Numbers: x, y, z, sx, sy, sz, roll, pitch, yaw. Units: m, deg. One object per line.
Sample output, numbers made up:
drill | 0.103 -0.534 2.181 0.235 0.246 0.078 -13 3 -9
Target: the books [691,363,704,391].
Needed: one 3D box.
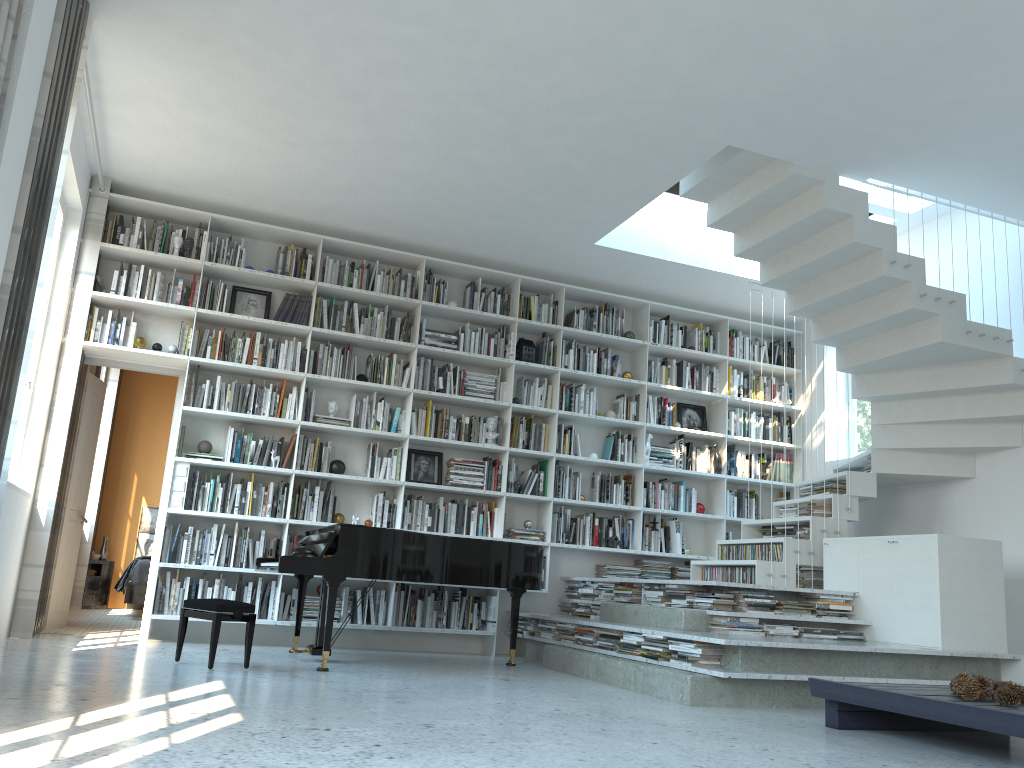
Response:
books | 1.721 -0.034 8.236 0.022 0.294 0.181 9 -13 -20

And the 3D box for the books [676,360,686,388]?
books | 1.513 -0.060 8.121 0.032 0.264 0.246 9 -13 -20

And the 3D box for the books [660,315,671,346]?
books | 1.413 -0.460 8.198 0.014 0.331 0.181 9 -13 -20

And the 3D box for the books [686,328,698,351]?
books | 1.677 -0.382 8.288 0.019 0.255 0.169 9 -13 -20

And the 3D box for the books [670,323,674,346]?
books | 1.450 -0.419 8.209 0.014 0.261 0.168 9 -13 -20

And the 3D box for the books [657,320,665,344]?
books | 1.351 -0.441 8.180 0.048 0.277 0.150 9 -13 -20

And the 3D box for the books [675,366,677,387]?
books | 1.467 -0.041 8.156 0.025 0.238 0.143 9 -13 -20

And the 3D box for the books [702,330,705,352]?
books | 1.755 -0.365 8.323 0.031 0.248 0.165 9 -13 -20

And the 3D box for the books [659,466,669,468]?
books | 1.281 0.752 7.928 0.285 0.012 0.160 8 -14 -16

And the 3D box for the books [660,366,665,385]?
books | 1.340 -0.049 8.089 0.025 0.207 0.175 9 -13 -20

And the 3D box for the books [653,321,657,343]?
books | 1.270 -0.437 8.138 0.026 0.241 0.185 9 -13 -20

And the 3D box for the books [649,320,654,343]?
books | 1.245 -0.444 8.134 0.025 0.250 0.178 9 -13 -20

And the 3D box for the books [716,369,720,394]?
books | 1.882 0.008 8.306 0.031 0.264 0.169 9 -13 -20

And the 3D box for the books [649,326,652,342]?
books | 1.225 -0.417 8.108 0.022 0.182 0.190 9 -13 -20

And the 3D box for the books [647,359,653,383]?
books | 1.234 -0.084 8.072 0.012 0.253 0.161 9 -13 -20

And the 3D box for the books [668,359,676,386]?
books | 1.449 -0.070 8.144 0.026 0.287 0.156 9 -13 -20

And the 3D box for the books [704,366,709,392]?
books | 1.770 -0.015 8.254 0.036 0.271 0.177 9 -13 -20

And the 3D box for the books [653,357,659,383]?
books | 1.277 -0.092 8.089 0.052 0.281 0.167 9 -13 -20

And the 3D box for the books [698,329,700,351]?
books | 1.705 -0.373 8.307 0.016 0.251 0.189 9 -13 -20

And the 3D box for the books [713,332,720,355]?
books | 1.910 -0.348 8.383 0.026 0.262 0.163 9 -13 -20

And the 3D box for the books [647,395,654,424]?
books | 1.223 0.257 8.003 0.065 0.288 0.146 9 -13 -20

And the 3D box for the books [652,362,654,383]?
books | 1.246 -0.075 8.072 0.013 0.236 0.142 9 -13 -20

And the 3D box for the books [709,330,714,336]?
books | 1.852 -0.360 8.381 0.025 0.278 0.136 9 -13 -20

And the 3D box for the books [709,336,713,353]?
books | 1.832 -0.334 8.347 0.029 0.209 0.169 9 -13 -20

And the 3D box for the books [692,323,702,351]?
books | 1.734 -0.403 8.324 0.007 0.320 0.166 9 -13 -20

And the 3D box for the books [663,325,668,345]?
books | 1.385 -0.412 8.190 0.031 0.230 0.148 9 -13 -20

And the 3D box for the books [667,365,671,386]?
books | 1.396 -0.046 8.125 0.030 0.223 0.158 9 -13 -20

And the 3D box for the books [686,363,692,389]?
books | 1.606 -0.041 8.215 0.048 0.282 0.162 9 -13 -20

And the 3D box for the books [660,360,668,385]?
books | 1.364 -0.071 8.108 0.026 0.260 0.167 9 -13 -20

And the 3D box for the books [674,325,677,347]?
books | 1.483 -0.407 8.231 0.021 0.253 0.151 9 -13 -20

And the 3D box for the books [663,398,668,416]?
books | 1.359 0.278 8.044 0.014 0.284 0.176 9 -13 -20

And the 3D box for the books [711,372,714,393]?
books | 1.830 0.017 8.291 0.022 0.233 0.158 9 -13 -20

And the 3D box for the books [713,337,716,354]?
books | 1.874 -0.322 8.388 0.031 0.211 0.132 9 -13 -20

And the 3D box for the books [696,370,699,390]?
books | 1.672 -0.002 8.216 0.031 0.217 0.166 9 -13 -20

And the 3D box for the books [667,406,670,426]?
books | 1.377 0.317 8.048 0.033 0.212 0.153 9 -13 -20

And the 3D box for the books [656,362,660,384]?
books | 1.309 -0.070 8.106 0.026 0.250 0.130 9 -13 -20

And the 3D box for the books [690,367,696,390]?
books | 1.642 -0.020 8.199 0.014 0.239 0.189 9 -13 -20

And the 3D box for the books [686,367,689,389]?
books | 1.563 -0.028 8.165 0.030 0.229 0.187 9 -13 -20

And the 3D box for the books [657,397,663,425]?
books | 1.316 0.271 8.030 0.012 0.286 0.177 9 -13 -20

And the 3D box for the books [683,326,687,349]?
books | 1.569 -0.397 8.260 0.030 0.257 0.165 9 -13 -20

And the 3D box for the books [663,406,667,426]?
books | 1.348 0.312 8.020 0.013 0.206 0.190 9 -13 -20

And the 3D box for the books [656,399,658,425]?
books | 1.281 0.280 8.040 0.043 0.268 0.131 9 -13 -20

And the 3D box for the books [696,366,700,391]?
books | 1.695 -0.019 8.238 0.023 0.263 0.156 9 -13 -20

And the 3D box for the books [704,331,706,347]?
books | 1.772 -0.362 8.346 0.017 0.256 0.147 9 -13 -20

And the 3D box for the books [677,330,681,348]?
books | 1.507 -0.381 8.220 0.024 0.201 0.190 9 -13 -20

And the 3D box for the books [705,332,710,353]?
books | 1.795 -0.353 8.330 0.018 0.234 0.186 9 -13 -20

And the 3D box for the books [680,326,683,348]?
books | 1.544 -0.396 8.264 0.012 0.253 0.161 9 -13 -20

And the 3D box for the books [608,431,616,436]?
books | 0.880 0.568 7.819 0.016 0.289 0.135 9 -13 -20

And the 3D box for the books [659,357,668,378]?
books | 1.379 -0.084 8.126 0.011 0.295 0.163 9 -13 -20

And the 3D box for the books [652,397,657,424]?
books | 1.260 0.266 8.023 0.012 0.284 0.160 9 -13 -20

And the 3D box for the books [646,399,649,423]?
books | 1.188 0.271 7.981 0.011 0.247 0.156 9 -13 -20

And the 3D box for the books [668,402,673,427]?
books | 1.404 0.301 8.061 0.021 0.252 0.167 9 -13 -20

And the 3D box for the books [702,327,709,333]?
books | 1.808 -0.378 8.362 0.020 0.298 0.131 9 -13 -20

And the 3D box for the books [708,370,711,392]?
books | 1.797 0.006 8.269 0.030 0.240 0.162 9 -13 -20

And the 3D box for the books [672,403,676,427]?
books | 1.429 0.308 8.059 0.026 0.243 0.178 9 -13 -20

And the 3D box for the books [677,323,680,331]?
books | 1.516 -0.411 8.259 0.012 0.278 0.153 9 -13 -20

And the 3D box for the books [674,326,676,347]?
books | 1.465 -0.403 8.213 0.022 0.235 0.172 9 -13 -20

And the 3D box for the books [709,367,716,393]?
books | 1.856 -0.004 8.300 0.026 0.283 0.147 9 -13 -20

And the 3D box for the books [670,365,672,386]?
books | 1.416 -0.045 8.149 0.024 0.235 0.147 9 -13 -20
